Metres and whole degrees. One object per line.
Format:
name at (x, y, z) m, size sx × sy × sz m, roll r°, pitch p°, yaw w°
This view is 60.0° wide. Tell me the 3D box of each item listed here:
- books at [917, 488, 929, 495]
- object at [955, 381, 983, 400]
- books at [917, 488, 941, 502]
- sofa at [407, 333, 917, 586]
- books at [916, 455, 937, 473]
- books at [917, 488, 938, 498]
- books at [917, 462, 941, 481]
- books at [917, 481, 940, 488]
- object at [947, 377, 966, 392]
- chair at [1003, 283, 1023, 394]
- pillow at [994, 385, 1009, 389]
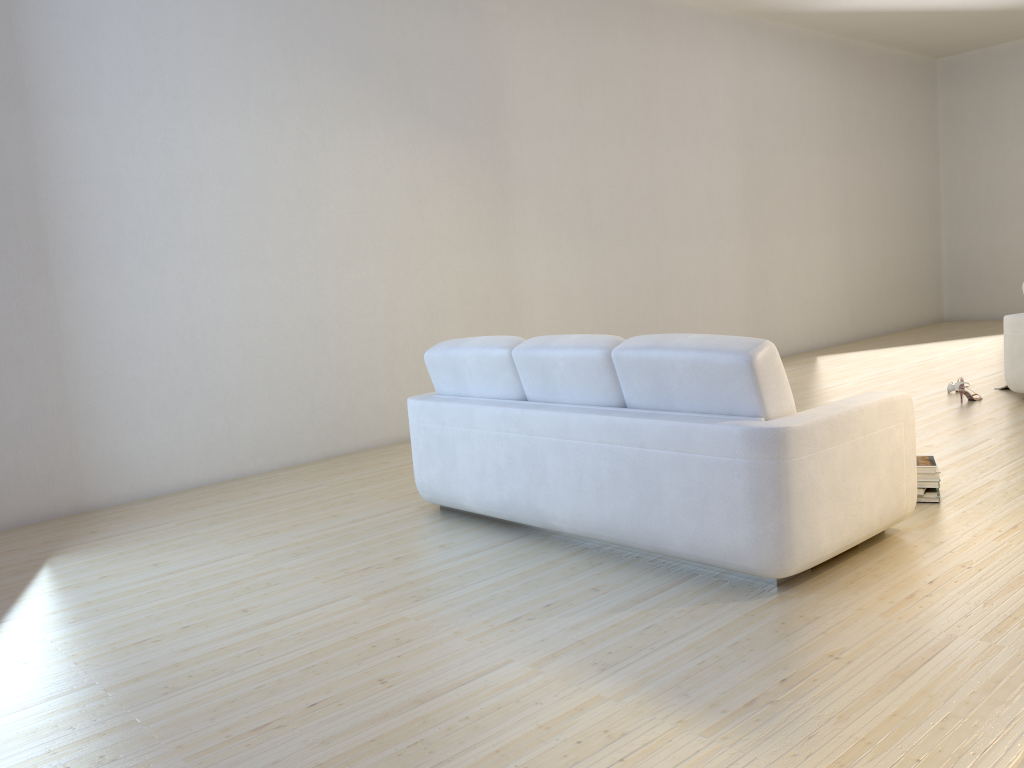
books at (1.721, 0.447, 3.993) m, size 0.287 × 0.025 × 0.247 m, roll 0°, pitch 8°, yaw 33°
object at (3.183, 0.042, 6.175) m, size 0.265 × 0.149 × 0.089 m, roll -8°, pitch 8°, yaw -28°
books at (1.740, 0.485, 3.987) m, size 0.328 × 0.018 × 0.247 m, roll -2°, pitch 7°, yaw 24°
sofa at (0.501, 0.181, 3.920) m, size 0.941 × 0.862 × 2.166 m, roll -11°, pitch 9°, yaw -41°
books at (1.735, 0.356, 3.970) m, size 0.287 × 0.025 × 0.247 m, roll -2°, pitch 7°, yaw 22°
books at (1.744, 0.467, 3.983) m, size 0.287 × 0.018 × 0.247 m, roll -2°, pitch 7°, yaw 22°
books at (1.732, 0.387, 3.976) m, size 0.319 × 0.038 × 0.247 m, roll -2°, pitch 7°, yaw 20°
books at (1.734, 0.419, 3.980) m, size 0.328 × 0.027 × 0.247 m, roll -2°, pitch 7°, yaw 24°
object at (3.369, 0.007, 6.650) m, size 0.287 × 0.091 × 0.121 m, roll -11°, pitch 9°, yaw -42°
chair at (3.923, -0.357, 5.843) m, size 0.941 × 0.828 × 0.919 m, roll -7°, pitch 7°, yaw -21°
pillow at (3.892, -0.127, 6.479) m, size 0.615 × 0.315 × 0.312 m, roll -7°, pitch 7°, yaw -14°
